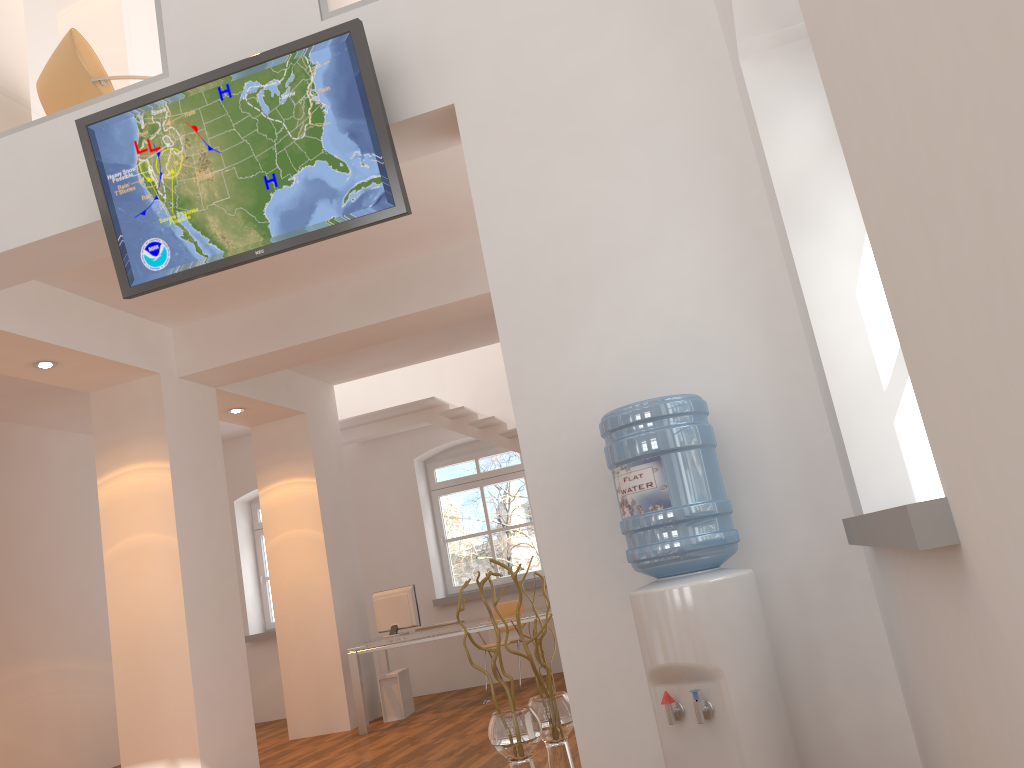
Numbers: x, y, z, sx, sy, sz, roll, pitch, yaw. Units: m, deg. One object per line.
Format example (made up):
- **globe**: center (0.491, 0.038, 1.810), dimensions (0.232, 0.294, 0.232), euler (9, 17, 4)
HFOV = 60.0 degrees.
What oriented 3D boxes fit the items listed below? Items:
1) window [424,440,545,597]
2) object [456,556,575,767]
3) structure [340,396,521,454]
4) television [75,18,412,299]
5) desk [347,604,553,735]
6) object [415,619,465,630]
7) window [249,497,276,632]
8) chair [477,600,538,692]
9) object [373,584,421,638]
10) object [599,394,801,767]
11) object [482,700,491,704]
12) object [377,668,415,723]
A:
- **window**: center (-0.308, 1.519, 10.413), dimensions (1.308, 1.737, 0.142), euler (-14, -13, 13)
- **object**: center (0.107, 1.235, 3.534), dimensions (0.284, 1.112, 0.655), euler (-19, -15, 34)
- **structure**: center (0.155, 1.277, 8.139), dimensions (4.630, 3.042, 3.450), euler (-14, -13, 13)
- **television**: center (-1.180, -0.941, 3.822), dimensions (1.388, 0.803, 0.266), euler (-14, -13, 13)
- **desk**: center (-0.232, 2.544, 8.164), dimensions (2.239, 0.750, 1.092), euler (-12, -13, 3)
- **object**: center (-0.697, 2.308, 8.520), dimensions (0.467, 0.031, 0.200), euler (-16, -14, 23)
- **window**: center (-2.584, 2.083, 10.959), dimensions (1.308, 1.737, 0.142), euler (-14, -13, 13)
- **chair**: center (-0.074, 2.676, 9.097), dimensions (0.495, 0.829, 0.464), euler (-18, -14, 28)
- **object**: center (-1.115, 2.120, 8.227), dimensions (0.245, 0.418, 0.516), euler (2, -18, -45)
- **object**: center (0.616, 0.794, 2.897), dimensions (0.436, 1.490, 0.436), euler (-11, -13, -1)
- **object**: center (-0.236, 2.927, 8.162), dimensions (0.054, 0.035, 0.115), euler (-16, -14, 23)
- **object**: center (-1.095, 2.948, 8.416), dimensions (0.200, 0.422, 0.474), euler (-12, -13, 3)
